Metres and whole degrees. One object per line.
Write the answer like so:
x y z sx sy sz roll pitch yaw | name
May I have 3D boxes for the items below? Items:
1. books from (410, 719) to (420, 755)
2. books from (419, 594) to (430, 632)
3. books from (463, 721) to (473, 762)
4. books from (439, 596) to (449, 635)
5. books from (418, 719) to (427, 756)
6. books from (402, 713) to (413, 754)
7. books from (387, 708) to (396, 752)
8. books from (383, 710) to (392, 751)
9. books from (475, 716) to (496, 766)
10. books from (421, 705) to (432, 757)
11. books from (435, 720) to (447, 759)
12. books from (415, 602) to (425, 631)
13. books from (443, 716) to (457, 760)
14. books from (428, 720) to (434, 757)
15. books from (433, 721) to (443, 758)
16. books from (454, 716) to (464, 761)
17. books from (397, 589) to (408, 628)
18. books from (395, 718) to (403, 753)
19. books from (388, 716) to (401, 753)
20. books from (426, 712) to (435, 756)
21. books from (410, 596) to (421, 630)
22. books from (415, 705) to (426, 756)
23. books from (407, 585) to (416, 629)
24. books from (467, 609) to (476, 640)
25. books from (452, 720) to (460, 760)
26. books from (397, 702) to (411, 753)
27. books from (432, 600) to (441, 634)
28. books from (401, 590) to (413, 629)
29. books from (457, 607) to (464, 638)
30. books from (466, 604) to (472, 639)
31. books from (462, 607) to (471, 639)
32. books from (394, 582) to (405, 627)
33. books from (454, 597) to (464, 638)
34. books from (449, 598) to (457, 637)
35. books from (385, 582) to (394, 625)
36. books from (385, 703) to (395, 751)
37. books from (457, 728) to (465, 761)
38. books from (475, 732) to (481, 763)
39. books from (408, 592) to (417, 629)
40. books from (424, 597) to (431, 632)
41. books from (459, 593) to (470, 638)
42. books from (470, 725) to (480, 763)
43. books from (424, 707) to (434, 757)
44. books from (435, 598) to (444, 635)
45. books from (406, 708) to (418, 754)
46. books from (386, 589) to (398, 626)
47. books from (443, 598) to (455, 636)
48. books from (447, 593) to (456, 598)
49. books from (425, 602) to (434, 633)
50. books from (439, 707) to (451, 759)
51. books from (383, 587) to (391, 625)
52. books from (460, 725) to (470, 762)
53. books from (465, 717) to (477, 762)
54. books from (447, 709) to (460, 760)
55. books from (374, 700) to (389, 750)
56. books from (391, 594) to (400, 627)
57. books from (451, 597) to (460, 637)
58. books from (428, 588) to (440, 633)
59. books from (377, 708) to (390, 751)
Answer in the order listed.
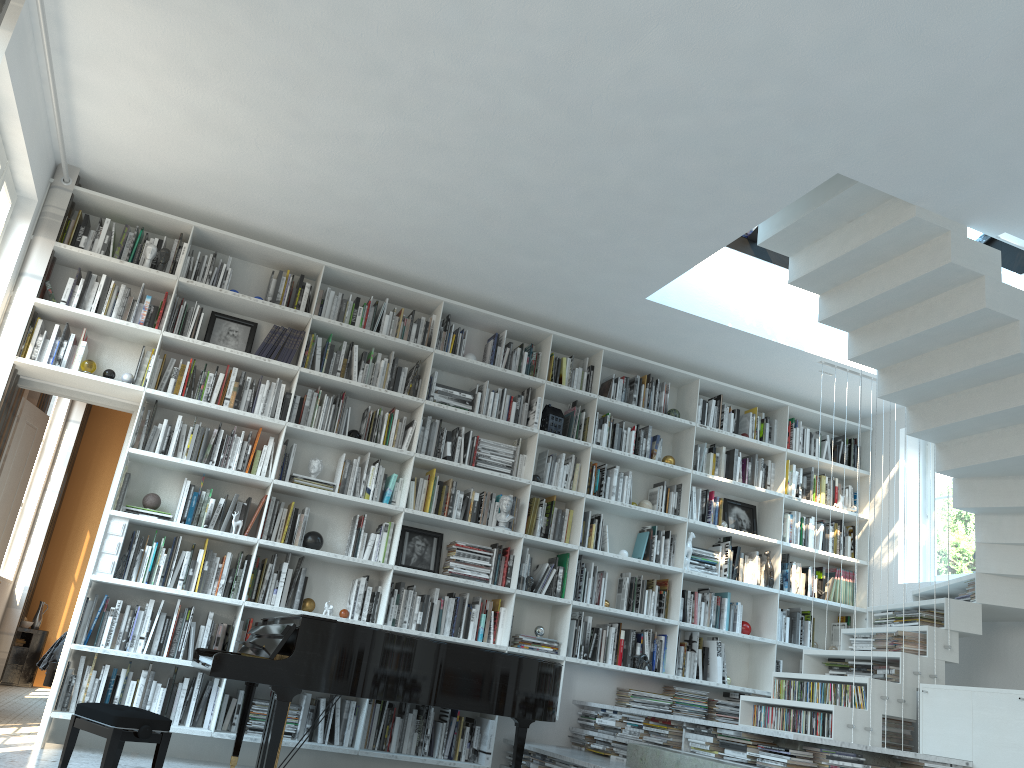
-0.624 2.207 5.558 0.024 0.203 0.145 15 -20 -19 | books
-0.590 1.489 5.748 0.029 0.237 0.166 15 -20 -19 | books
-0.306 2.282 5.669 0.028 0.227 0.162 15 -20 -19 | books
-0.467 1.525 5.821 0.025 0.253 0.136 15 -19 -19 | books
-0.587 2.209 5.563 0.022 0.212 0.167 15 -20 -19 | books
-0.674 2.179 5.547 0.030 0.234 0.138 15 -19 -19 | books
-0.769 2.143 5.519 0.012 0.254 0.151 15 -19 -19 | books
-0.790 2.144 5.505 0.012 0.238 0.129 15 -19 -19 | books
-0.187 2.270 5.644 0.038 0.268 0.278 15 -20 -19 | books
-0.559 2.154 5.580 0.014 0.334 0.183 15 -19 -19 | books
-0.467 2.241 5.594 0.029 0.209 0.171 15 -20 -19 | books
-0.617 1.505 5.724 0.029 0.183 0.175 15 -20 -19 | books
-0.417 2.231 5.608 0.044 0.250 0.187 15 -20 -19 | books
-0.518 2.235 5.604 0.040 0.211 0.129 15 -19 -19 | books
-0.484 2.236 5.583 0.010 0.205 0.180 15 -20 -19 | books
-0.359 2.248 5.643 0.011 0.257 0.172 15 -19 -19 | books
-0.725 1.455 5.724 0.024 0.246 0.132 15 -19 -19 | books
-0.731 2.184 5.530 0.030 0.196 0.143 15 -20 -19 | books
-0.745 2.165 5.496 0.028 0.205 0.175 15 -20 -19 | books
-0.540 2.201 5.594 0.024 0.261 0.132 15 -19 -19 | books
-0.640 1.484 5.725 0.023 0.216 0.175 15 -20 -19 | books
-0.596 2.170 5.565 0.013 0.284 0.185 15 -19 -19 | books
-0.673 1.445 5.725 0.013 0.281 0.166 15 -19 -19 | books
-0.292 1.588 5.849 0.023 0.203 0.167 15 -20 -19 | books
-0.384 2.256 5.647 0.028 0.238 0.140 15 -19 -19 | books
-0.694 2.143 5.544 0.026 0.293 0.155 15 -19 -19 | books
-0.517 1.525 5.791 0.025 0.219 0.140 15 -19 -19 | books
-0.695 1.458 5.716 0.027 0.245 0.179 15 -20 -19 | books
-0.364 1.574 5.838 0.021 0.202 0.128 15 -19 -19 | books
-0.312 1.572 5.859 0.014 0.234 0.154 15 -19 -19 | books
-0.327 1.578 5.838 0.024 0.206 0.183 15 -20 -19 | books
-0.747 1.430 5.728 0.027 0.289 0.141 15 -19 -19 | books
-0.376 1.536 5.827 0.028 0.263 0.162 15 -19 -19 | books
-0.411 1.538 5.831 0.011 0.250 0.158 15 -19 -19 | books
-0.805 1.414 5.686 0.011 0.274 0.146 15 -19 -19 | books
-0.778 2.130 5.518 0.012 0.275 0.155 15 -19 -19 | books
-0.352 2.287 5.647 0.024 0.190 0.155 15 -20 -19 | books
-0.247 2.320 5.682 0.023 0.181 0.149 15 -20 -19 | books
-0.667 1.471 5.742 0.021 0.243 0.142 15 -19 -19 | books
-0.575 1.501 5.762 0.013 0.229 0.139 15 -19 -19 | books
-0.338 1.532 5.849 0.012 0.295 0.178 15 -19 -19 | books
-0.264 2.294 5.668 0.029 0.217 0.191 15 -20 -19 | books
-0.550 2.180 5.578 0.014 0.287 0.185 15 -19 -19 | books
-0.488 1.522 5.796 0.031 0.236 0.159 15 -19 -19 | books
-0.645 2.174 5.560 0.028 0.260 0.133 15 -19 -19 | books
-0.787 1.436 5.677 0.027 0.233 0.168 15 -20 -19 | books
-0.434 1.529 5.804 0.026 0.244 0.191 15 -20 -19 | books
-0.422 1.521 5.838 0.014 0.285 0.135 15 -19 -19 | books
-0.556 1.518 5.752 0.023 0.196 0.165 15 -20 -19 | books
-0.443 2.207 5.615 0.011 0.291 0.184 15 -19 -19 | books
-0.828 1.426 5.681 0.029 0.243 0.154 15 -19 -19 | books
-0.326 2.284 5.647 0.022 0.204 0.191 15 -20 -19 | books
-0.282 2.272 5.673 0.013 0.255 0.177 15 -20 -19 | books
-0.388 2.209 5.631 0.013 0.316 0.187 15 -19 -19 | books
-0.824 2.097 5.495 0.034 0.310 0.170 15 -19 -19 | books
-0.770 1.457 5.692 0.024 0.207 0.170 15 -20 -19 | books
-0.396 1.534 5.826 0.010 0.260 0.181 15 -20 -19 | books
-0.531 1.483 5.786 0.026 0.290 0.152 15 -19 -19 | books
-0.807 2.136 5.503 0.022 0.246 0.144 15 -19 -19 | books
